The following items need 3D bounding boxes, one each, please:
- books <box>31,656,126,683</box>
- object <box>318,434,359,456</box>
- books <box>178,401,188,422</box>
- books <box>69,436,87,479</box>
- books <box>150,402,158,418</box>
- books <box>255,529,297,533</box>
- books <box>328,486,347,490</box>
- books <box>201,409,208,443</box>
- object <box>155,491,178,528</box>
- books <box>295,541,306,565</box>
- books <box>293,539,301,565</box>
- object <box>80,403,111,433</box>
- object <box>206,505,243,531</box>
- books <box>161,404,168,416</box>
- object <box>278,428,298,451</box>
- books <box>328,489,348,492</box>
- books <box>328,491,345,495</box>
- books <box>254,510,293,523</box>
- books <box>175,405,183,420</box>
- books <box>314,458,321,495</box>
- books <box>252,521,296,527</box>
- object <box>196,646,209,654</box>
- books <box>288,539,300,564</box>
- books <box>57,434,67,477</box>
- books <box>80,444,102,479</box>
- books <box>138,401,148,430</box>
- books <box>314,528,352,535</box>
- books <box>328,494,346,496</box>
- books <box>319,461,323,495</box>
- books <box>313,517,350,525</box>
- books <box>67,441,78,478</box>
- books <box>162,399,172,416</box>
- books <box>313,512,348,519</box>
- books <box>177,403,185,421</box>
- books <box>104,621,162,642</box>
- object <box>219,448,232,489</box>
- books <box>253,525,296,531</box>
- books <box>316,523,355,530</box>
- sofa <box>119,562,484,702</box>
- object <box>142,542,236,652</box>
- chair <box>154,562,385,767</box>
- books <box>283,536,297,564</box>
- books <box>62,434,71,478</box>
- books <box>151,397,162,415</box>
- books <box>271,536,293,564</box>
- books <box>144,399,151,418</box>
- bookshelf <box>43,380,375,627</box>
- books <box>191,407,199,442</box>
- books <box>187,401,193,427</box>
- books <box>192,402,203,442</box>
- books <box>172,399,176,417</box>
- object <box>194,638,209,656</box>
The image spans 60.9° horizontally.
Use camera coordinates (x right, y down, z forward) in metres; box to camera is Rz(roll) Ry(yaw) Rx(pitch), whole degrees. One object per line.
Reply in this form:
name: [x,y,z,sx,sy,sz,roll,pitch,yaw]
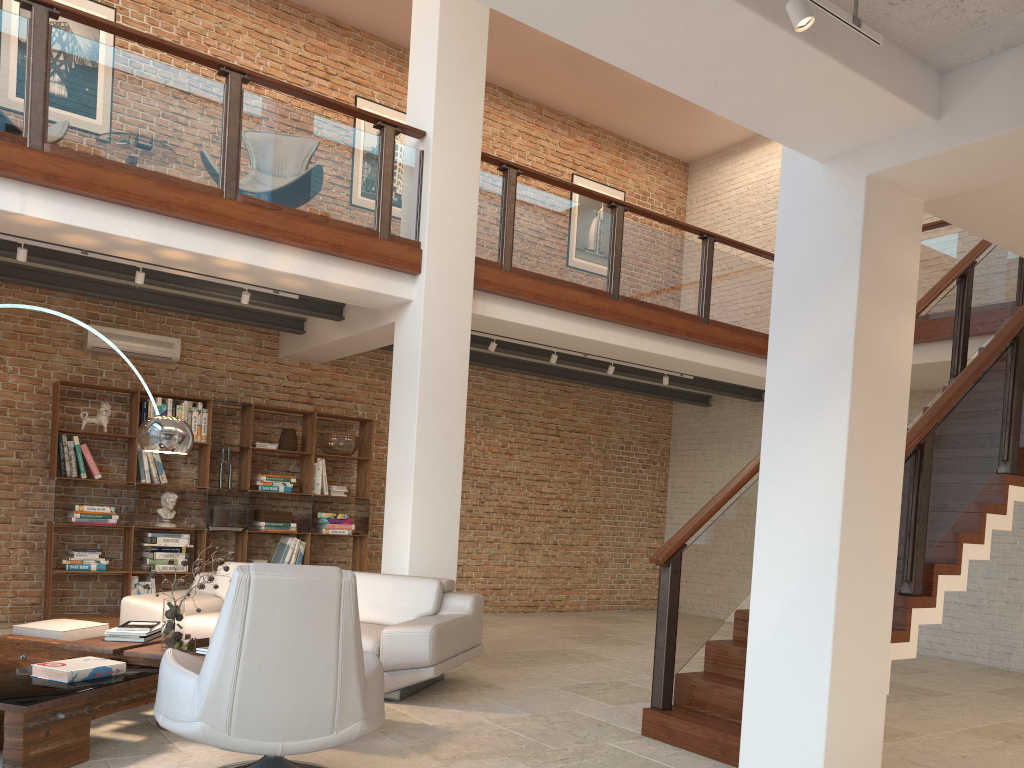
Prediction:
books: [-2.084,1.375,4.202,0.254,0.056,0.331,0,-9,25]
object: [-1.858,0.663,9.326,0.438,0.217,0.440,3,-7,6]
books: [-3.184,0.362,8.411,0.036,0.382,0.243,2,0,-35]
books: [-3.929,0.665,7.888,0.122,0.379,0.243,3,0,-35]
books: [-3.410,0.348,8.224,0.056,0.328,0.254,2,-1,-35]
books: [-2.441,1.513,9.008,0.359,0.020,0.272,10,-11,-36]
books: [-1.885,1.112,9.351,0.206,0.033,0.134,-5,-11,44]
books: [-3.041,0.415,8.519,0.056,0.328,0.254,2,-1,-35]
object: [-3.309,1.201,8.359,0.197,0.348,0.193,4,-1,-20]
books: [-2.268,1.808,9.144,0.117,0.332,0.254,3,-1,-35]
books: [-2.312,1.795,9.130,0.098,0.353,0.271,3,-1,-35]
object: [-3.774,0.295,7.907,0.253,0.282,0.130,5,-1,-28]
object: [-2.871,1.327,8.645,0.338,0.231,0.284,7,-6,-35]
books: [-3.345,0.362,8.294,0.056,0.328,0.254,2,-1,-35]
object: [-2.298,0.575,8.957,0.192,0.231,0.195,3,-2,12]
books: [-1.883,1.140,9.360,0.172,0.018,0.237,9,-10,-32]
books: [-1.888,1.165,9.352,0.133,0.033,0.207,7,-9,-25]
books: [-2.458,1.364,8.971,0.338,0.118,0.213,9,-8,-35]
books: [-3.224,0.378,8.350,0.056,0.328,0.254,2,-1,-35]
books: [-2.092,0.974,9.198,0.036,0.382,0.243,2,0,-35]
books: [-2.448,1.443,8.973,0.383,0.036,0.244,10,-10,-36]
object: [-1.535,1.463,4.770,0.248,0.034,0.275,-1,-9,26]
books: [-2.324,1.789,9.110,0.098,0.353,0.271,3,-1,-35]
books: [-4.049,0.644,7.808,0.092,0.383,0.243,2,0,-35]
books: [-3.869,0.711,7.962,0.196,0.317,0.254,4,-2,-35]
books: [-3.484,0.339,8.194,0.056,0.328,0.254,2,-1,-35]
books: [-1.924,1.585,9.374,0.329,0.055,0.255,9,-10,-33]
books: [-1.892,1.193,9.370,0.172,0.018,0.237,8,-10,-27]
books: [-2.075,0.992,9.223,0.021,0.357,0.271,2,-1,-35]
books: [-1.940,1.471,9.368,0.329,0.055,0.255,9,-10,-35]
books: [-3.994,0.684,7.882,0.103,0.332,0.254,3,-1,-35]
books: [-3.293,0.340,8.304,0.036,0.382,0.243,2,0,-35]
books: [-1.950,1.413,9.355,0.328,0.055,0.256,7,-9,-25]
books: [-3.200,0.371,8.383,0.021,0.357,0.271,2,-1,-35]
books: [-2.224,1.460,5.160,0.250,0.074,0.405,4,-8,-3]
object: [-2.829,0.836,8.612,0.122,0.397,0.061,3,2,-33]
books: [-2.459,1.484,9.010,0.383,0.036,0.244,11,-11,-40]
books: [-1.901,1.532,9.387,0.330,0.055,0.255,10,-11,-40]
sofa: [-1.456,1.716,6.238,2.325,0.752,1.157,1,-6,15]
object: [-1.778,1.187,4.923,0.316,0.603,0.547,3,-3,26]
chair: [-0.998,1.249,3.754,1.031,1.010,0.974,5,-3,-19]
books: [-2.360,1.772,9.071,0.162,0.371,0.243,3,-1,-35]
books: [-4.023,0.650,7.836,0.092,0.383,0.243,2,0,-35]
books: [-3.373,0.327,8.254,0.036,0.382,0.243,2,0,-35]
books: [-2.408,1.770,9.065,0.164,0.370,0.243,3,-1,-35]
books: [-3.451,0.330,8.215,0.021,0.357,0.271,2,-1,-35]
bookshelf: [-2.878,1.281,8.657,3.059,2.187,0.363,7,-1,-35]
books: [-3.107,0.399,8.445,0.056,0.328,0.254,2,-1,-35]
books: [-3.146,0.366,8.422,0.036,0.382,0.243,2,0,-35]
books: [-3.069,0.379,8.476,0.036,0.382,0.243,2,0,-35]
books: [-3.269,0.345,8.334,0.036,0.382,0.243,2,0,-35]
object: [-1.641,1.426,4.724,0.114,0.081,0.095,1,-5,27]
